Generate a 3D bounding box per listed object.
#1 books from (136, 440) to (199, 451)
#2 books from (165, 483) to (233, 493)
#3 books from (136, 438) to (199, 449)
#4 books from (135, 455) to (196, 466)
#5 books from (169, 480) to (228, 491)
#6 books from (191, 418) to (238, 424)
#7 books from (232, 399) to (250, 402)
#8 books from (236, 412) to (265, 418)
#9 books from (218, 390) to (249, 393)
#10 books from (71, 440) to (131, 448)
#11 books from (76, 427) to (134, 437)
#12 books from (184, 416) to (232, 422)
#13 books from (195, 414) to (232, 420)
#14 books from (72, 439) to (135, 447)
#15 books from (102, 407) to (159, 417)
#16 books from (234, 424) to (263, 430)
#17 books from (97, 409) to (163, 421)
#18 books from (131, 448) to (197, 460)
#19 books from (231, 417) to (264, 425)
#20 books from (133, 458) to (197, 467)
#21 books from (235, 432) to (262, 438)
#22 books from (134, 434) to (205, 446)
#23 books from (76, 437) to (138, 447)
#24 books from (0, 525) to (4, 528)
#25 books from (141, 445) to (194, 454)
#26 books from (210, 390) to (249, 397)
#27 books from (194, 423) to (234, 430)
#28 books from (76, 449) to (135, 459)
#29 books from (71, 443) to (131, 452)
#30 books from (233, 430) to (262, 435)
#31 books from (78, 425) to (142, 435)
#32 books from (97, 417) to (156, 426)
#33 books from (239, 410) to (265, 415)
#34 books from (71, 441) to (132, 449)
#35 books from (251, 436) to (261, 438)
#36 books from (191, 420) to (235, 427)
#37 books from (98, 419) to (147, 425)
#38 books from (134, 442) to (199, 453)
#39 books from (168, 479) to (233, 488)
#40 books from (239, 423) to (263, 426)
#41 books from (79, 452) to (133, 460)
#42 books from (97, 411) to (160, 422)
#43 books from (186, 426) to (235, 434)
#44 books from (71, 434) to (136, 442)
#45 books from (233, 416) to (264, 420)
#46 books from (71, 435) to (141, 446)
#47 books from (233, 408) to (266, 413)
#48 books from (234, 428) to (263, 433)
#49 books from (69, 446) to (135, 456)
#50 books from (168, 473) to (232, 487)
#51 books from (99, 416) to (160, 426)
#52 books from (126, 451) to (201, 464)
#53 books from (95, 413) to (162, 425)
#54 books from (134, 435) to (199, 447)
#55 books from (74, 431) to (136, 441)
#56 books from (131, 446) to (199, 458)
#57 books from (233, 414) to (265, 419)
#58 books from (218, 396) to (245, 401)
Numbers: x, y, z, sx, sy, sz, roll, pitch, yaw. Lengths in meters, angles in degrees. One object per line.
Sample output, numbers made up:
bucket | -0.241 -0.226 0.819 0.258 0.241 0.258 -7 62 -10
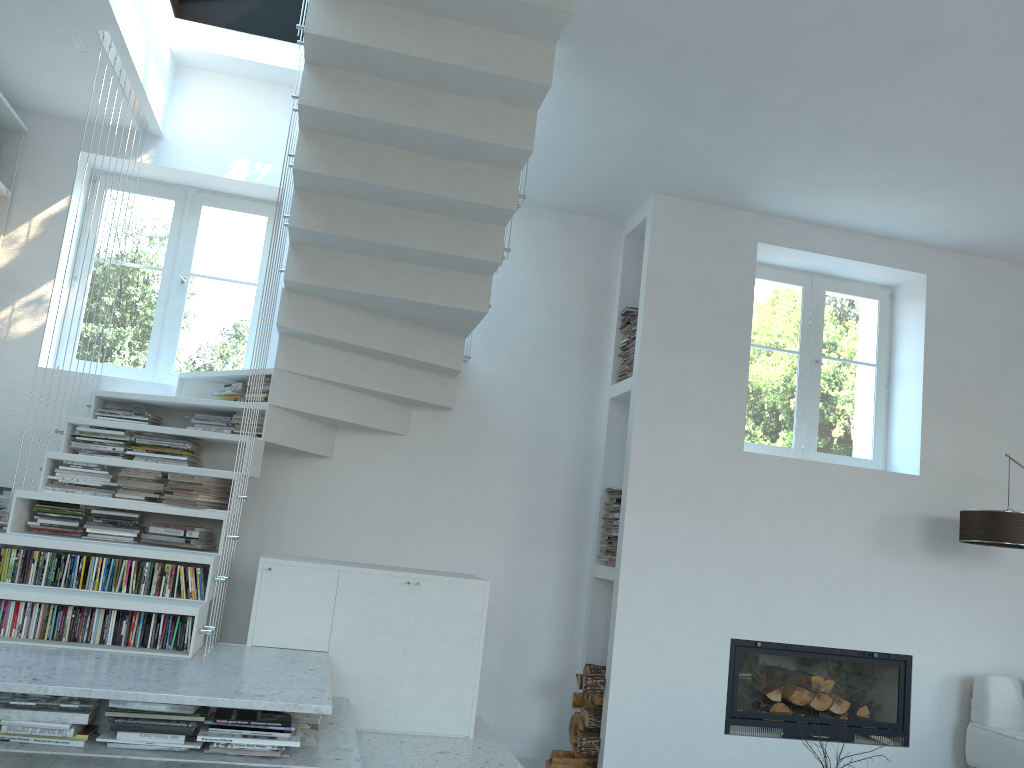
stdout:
books | -1.639 0.296 4.229 0.257 0.011 0.145 7 -10 -4
books | -1.400 0.471 3.997 0.146 0.007 0.296 2 -11 23
books | -1.637 0.284 4.221 0.240 0.009 0.174 7 -10 -2
books | -1.647 0.365 4.225 0.249 0.014 0.130 6 -10 2
books | -1.415 0.459 4.005 0.179 0.016 0.184 3 -10 17
books | -1.503 0.206 4.592 0.254 0.012 0.161 4 -10 12
books | -1.400 0.105 4.702 0.133 0.019 0.216 14 -12 -36
books | -1.283 0.175 4.514 0.132 0.016 0.263 4 -10 12
books | -1.415 0.057 4.692 0.230 0.013 0.184 -3 -14 43
books | -1.935 0.295 4.247 0.262 0.006 0.185 6 -10 4
books | -1.929 0.237 4.251 0.230 0.015 0.190 6 -10 3
books | -1.505 0.195 4.580 0.298 0.006 0.193 4 -10 13
books | -1.504 0.184 4.580 0.199 0.016 0.183 5 -10 10
books | -1.935 0.289 4.245 0.268 0.006 0.171 6 -10 0
books | -1.999 0.152 4.657 0.239 0.008 0.160 7 -10 -2
books | -1.270 0.235 4.500 0.173 0.018 0.239 4 -10 15
books | -2.000 0.163 4.649 0.288 0.017 0.151 6 -10 4
books | -1.642 0.334 4.200 0.243 0.014 0.191 6 -10 2
books | -1.264 0.207 4.499 0.200 0.023 0.263 4 -10 15
books | -1.648 0.379 4.222 0.258 0.013 0.136 6 -10 1
books | -1.296 0.272 4.499 0.130 0.015 0.210 4 -10 15
books | -1.636 0.268 4.243 0.298 0.007 0.134 7 -10 -2
books | -1.934 0.280 4.248 0.231 0.011 0.172 6 -10 0
books | -2.648 0.700 4.411 0.152 0.013 0.218 8 -10 -8
books | -1.641 0.315 4.223 0.196 0.014 0.154 6 -10 2
books | -1.430 0.066 4.678 0.226 0.013 0.284 14 -13 -38
books | -1.504 0.234 4.595 0.230 0.022 0.141 4 -10 11
books | -1.939 0.337 4.252 0.228 0.014 0.149 6 -10 1
books | -1.937 0.311 4.244 0.264 0.018 0.166 5 -10 8
books | -1.274 0.262 4.495 0.168 0.008 0.241 3 -10 16
books | -1.927 0.224 4.264 0.235 0.014 0.166 5 -10 6
books | -2.004 0.201 4.633 0.253 0.011 0.182 7 -10 -4
books | -1.260 0.165 4.511 0.163 0.008 0.267 5 -10 9
books | -1.935 0.302 4.254 0.292 0.005 0.152 6 -10 1
books | -1.281 0.285 4.493 0.153 0.009 0.261 3 -10 17
books | -1.507 0.215 4.578 0.233 0.010 0.171 5 -10 9
books | -2.006 0.211 4.640 0.266 0.006 0.174 7 -10 -2
books | -1.639 0.302 4.214 0.254 0.007 0.177 7 -10 -3
books | -1.400 0.450 4.001 0.161 0.005 0.254 3 -11 21
books | -1.279 0.222 4.504 0.144 0.008 0.208 5 -10 9
books | -1.940 0.352 4.257 0.211 0.014 0.146 6 -10 4
books | -2.001 0.172 4.634 0.262 0.006 0.185 7 -10 -5
books | -1.511 0.249 4.571 0.265 0.017 0.175 3 -10 17
books | -1.932 0.265 4.252 0.292 0.005 0.168 5 -10 7
books | -1.272 0.193 4.508 0.149 0.006 0.291 3 -10 17
books | -1.932 0.271 4.252 0.289 0.008 0.162 5 -10 8
books | -1.273 0.156 4.515 0.158 0.007 0.301 4 -10 13
books | -1.271 0.251 4.497 0.179 0.015 0.223 4 -10 12
books | -1.939 0.324 4.241 0.275 0.009 0.177 6 -10 2
books | -1.406 0.435 4.006 0.157 0.025 0.234 2 -11 26
books | -2.004 0.195 4.657 0.266 0.010 0.145 7 -10 -2
books | -1.644 0.347 4.198 0.287 0.013 0.182 6 -10 3
books | -2.002 0.181 4.637 0.282 0.010 0.169 6 -10 4
books | -1.636 0.272 4.214 0.243 0.013 0.191 6 -10 0
books | -1.930 0.258 4.275 0.298 0.017 0.136 6 -10 5
books | -1.641 0.324 4.210 0.261 0.009 0.187 7 -10 -1
books | -1.273 0.187 4.509 0.159 0.007 0.285 4 -10 14
books | -1.417 0.087 4.688 0.216 0.008 0.184 -3 -14 43
